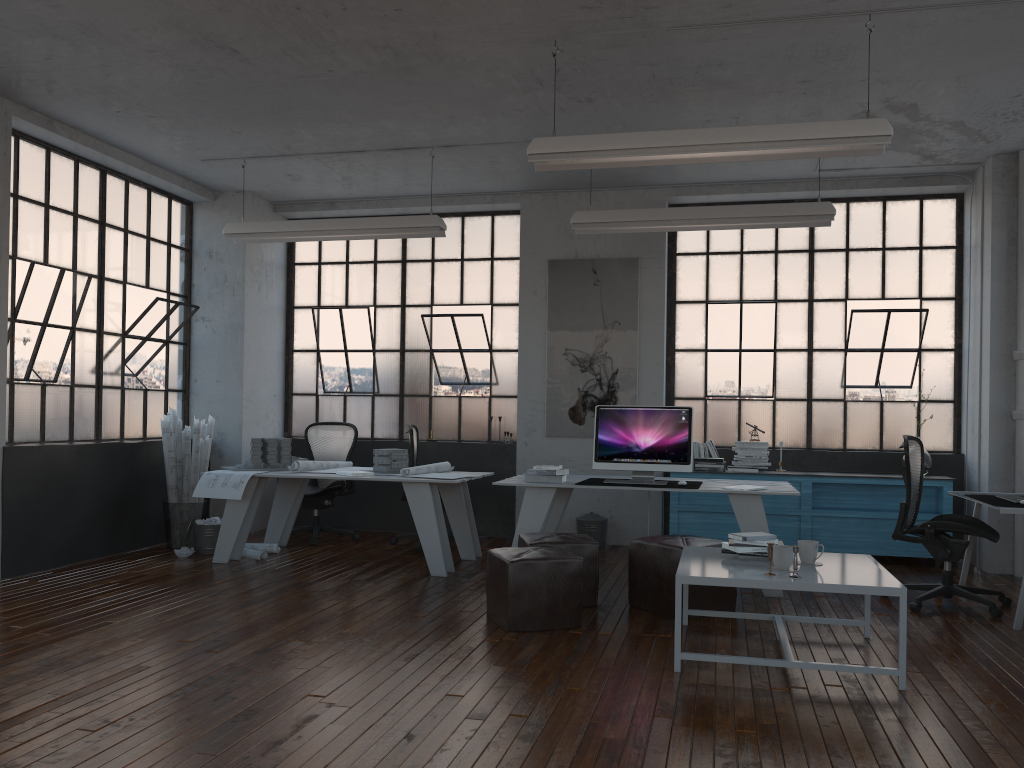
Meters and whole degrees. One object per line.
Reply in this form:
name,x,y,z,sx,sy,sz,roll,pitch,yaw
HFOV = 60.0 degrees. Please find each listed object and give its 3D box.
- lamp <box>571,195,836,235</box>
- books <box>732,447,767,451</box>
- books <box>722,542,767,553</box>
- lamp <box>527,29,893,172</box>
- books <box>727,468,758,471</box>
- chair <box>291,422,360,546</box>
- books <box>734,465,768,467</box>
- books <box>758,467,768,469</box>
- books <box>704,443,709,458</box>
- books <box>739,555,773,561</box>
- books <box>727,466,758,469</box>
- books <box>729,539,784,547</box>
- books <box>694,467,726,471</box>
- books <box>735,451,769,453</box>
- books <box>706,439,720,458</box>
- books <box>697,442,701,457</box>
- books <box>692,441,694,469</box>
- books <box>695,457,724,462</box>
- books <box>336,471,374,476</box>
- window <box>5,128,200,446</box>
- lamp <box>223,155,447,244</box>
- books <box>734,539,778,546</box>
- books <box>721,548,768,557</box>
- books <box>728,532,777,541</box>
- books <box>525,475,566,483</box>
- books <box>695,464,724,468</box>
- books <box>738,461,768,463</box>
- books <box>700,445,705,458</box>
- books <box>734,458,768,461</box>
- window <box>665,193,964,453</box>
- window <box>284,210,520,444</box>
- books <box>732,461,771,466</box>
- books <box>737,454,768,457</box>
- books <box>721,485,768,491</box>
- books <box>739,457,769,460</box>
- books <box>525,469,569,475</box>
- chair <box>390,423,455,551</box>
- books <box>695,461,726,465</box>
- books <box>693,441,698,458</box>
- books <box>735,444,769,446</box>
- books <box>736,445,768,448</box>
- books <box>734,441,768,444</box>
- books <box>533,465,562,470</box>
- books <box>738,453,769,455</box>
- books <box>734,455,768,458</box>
lamp,1.368,-1.242,6.477,1.877,0.205,0.202,0,-1,13
books,2.098,0.576,7.842,0.296,0.028,0.180,0,-2,13
books,1.265,0.850,4.636,0.272,0.031,0.200,1,-2,-12
lamp,1.015,-1.515,4.723,1.877,0.628,0.202,0,-1,13
books,1.981,0.730,7.623,0.248,0.014,0.187,1,-2,11
chair,-1.761,0.889,8.141,0.770,1.085,0.793,1,-1,7
books,2.104,0.720,7.813,0.285,0.012,0.159,0,-2,13
books,2.120,0.733,7.813,0.254,0.012,0.161,0,-2,13
books,1.741,0.640,7.908,0.065,0.224,0.161,1,-1,13
books,1.292,0.897,4.617,0.218,0.028,0.171,0,-2,13
books,1.985,0.718,7.629,0.251,0.012,0.202,0,-2,15
books,1.274,0.832,4.631,0.275,0.014,0.200,0,-2,13
books,1.720,0.733,7.688,0.258,0.032,0.191,0,-2,15
books,2.121,0.598,7.837,0.288,0.016,0.182,0,-2,13
books,1.812,0.638,7.896,0.169,0.284,0.176,1,-1,13
books,1.680,0.644,7.924,0.045,0.239,0.152,1,-1,13
books,1.612,0.633,7.948,0.032,0.239,0.172,1,-1,13
books,1.712,0.657,7.689,0.239,0.028,0.191,0,-2,15
books,-1.201,0.685,6.788,0.200,0.024,0.235,3,-3,-41
window,-3.402,-0.653,7.322,0.669,2.390,2.592,1,-1,13
lamp,-1.441,-1.488,7.141,1.877,0.628,0.202,0,-1,13
books,1.268,0.816,4.601,0.185,0.026,0.125,-1,-3,43
books,1.264,0.874,4.637,0.274,0.025,0.210,0,-2,33
books,1.247,0.793,4.608,0.202,0.026,0.141,2,-2,-17
books,0.246,0.682,6.422,0.271,0.050,0.200,0,-2,13
books,1.711,0.705,7.683,0.242,0.023,0.191,1,-2,11
books,2.122,0.683,7.819,0.254,0.013,0.161,0,-2,13
books,1.707,0.660,7.922,0.046,0.224,0.161,1,-1,13
books,2.109,0.669,7.838,0.288,0.016,0.182,0,-2,13
window,2.705,-0.531,8.031,2.590,2.390,0.670,1,-1,13
window,-1.098,-0.560,8.926,2.590,2.390,0.670,1,-1,13
books,2.110,0.701,7.822,0.330,0.025,0.176,0,-2,13
books,2.118,0.629,7.814,0.254,0.012,0.161,0,-2,13
books,1.584,0.705,6.027,0.243,0.019,0.205,2,-3,-37
books,2.127,0.654,7.809,0.256,0.013,0.161,0,-2,13
books,0.255,0.634,6.397,0.257,0.044,0.193,0,-2,33
chair,-0.683,0.900,7.955,0.792,1.085,0.770,1,-1,-18
books,1.721,0.683,7.690,0.258,0.023,0.212,0,-2,13
books,1.650,0.633,7.928,0.053,0.241,0.172,1,-1,13
books,2.114,0.533,7.821,0.288,0.016,0.182,0,-2,13
books,2.115,0.552,7.821,0.273,0.021,0.174,0,-2,13
books,2.106,0.517,7.812,0.288,0.016,0.182,0,-2,13
books,0.261,0.603,6.411,0.185,0.030,0.153,0,-2,14
books,2.126,0.615,7.821,0.263,0.017,0.168,0,-2,13
books,2.108,0.642,7.823,0.285,0.012,0.159,0,-2,13
